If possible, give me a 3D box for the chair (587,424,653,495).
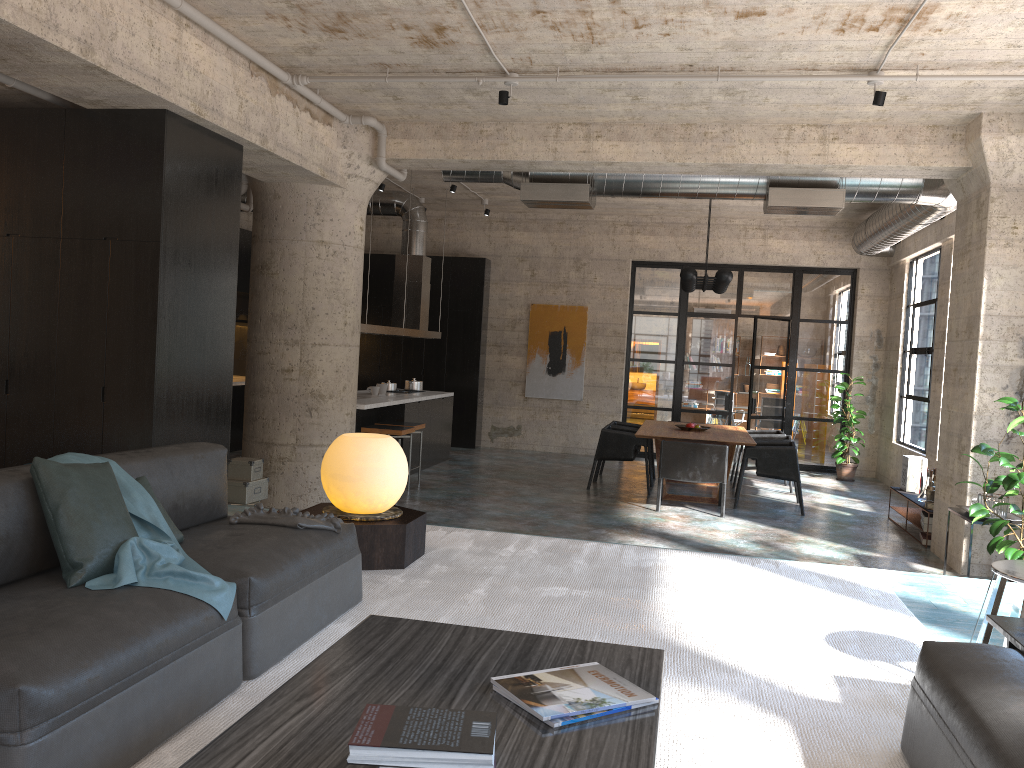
[{"bbox_3d":[1.340,0.898,10.778,0.754,0.738,0.707,4,2,11],"label":"chair"}]

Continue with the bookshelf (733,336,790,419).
[{"bbox_3d":[5.196,0.046,19.663,3.034,2.179,0.366,4,2,11],"label":"bookshelf"}]

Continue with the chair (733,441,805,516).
[{"bbox_3d":[2.913,1.021,9.970,0.754,0.738,0.707,4,2,16],"label":"chair"}]

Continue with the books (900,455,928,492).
[{"bbox_3d":[4.284,0.957,9.456,0.191,0.362,0.277,4,2,11],"label":"books"}]

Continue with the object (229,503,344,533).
[{"bbox_3d":[-0.928,0.609,3.785,0.433,0.185,0.429,4,2,7],"label":"object"}]

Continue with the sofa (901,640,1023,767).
[{"bbox_3d":[1.487,0.834,1.614,1.019,0.680,2.063,4,2,11],"label":"sofa"}]

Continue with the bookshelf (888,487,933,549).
[{"bbox_3d":[4.142,1.327,8.890,0.350,0.347,1.600,4,2,11],"label":"bookshelf"}]

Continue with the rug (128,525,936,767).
[{"bbox_3d":[-0.109,1.080,1.626,2.954,0.032,7.768,4,2,11],"label":"rug"}]

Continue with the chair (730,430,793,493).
[{"bbox_3d":[3.267,0.978,11.569,0.754,0.738,0.707,4,2,11],"label":"chair"}]

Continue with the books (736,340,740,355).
[{"bbox_3d":[5.020,-0.802,19.712,0.055,0.326,0.255,4,2,11],"label":"books"}]

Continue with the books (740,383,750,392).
[{"bbox_3d":[5.192,0.087,19.648,0.249,0.218,0.204,4,2,11],"label":"books"}]

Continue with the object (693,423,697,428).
[{"bbox_3d":[2.228,0.513,10.776,0.110,0.082,0.088,1,3,-39],"label":"object"}]

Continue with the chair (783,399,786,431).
[{"bbox_3d":[4.513,0.751,15.605,0.653,1.015,0.684,4,2,10],"label":"chair"}]

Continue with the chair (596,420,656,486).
[{"bbox_3d":[1.493,0.879,11.495,0.754,0.738,0.707,4,2,11],"label":"chair"}]

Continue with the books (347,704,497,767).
[{"bbox_3d":[-0.165,0.708,1.688,0.279,0.116,0.322,3,2,-4],"label":"books"}]

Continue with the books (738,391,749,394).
[{"bbox_3d":[5.184,0.192,19.652,0.335,0.033,0.284,4,2,11],"label":"books"}]

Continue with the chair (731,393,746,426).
[{"bbox_3d":[4.182,0.666,17.279,0.684,1.015,0.653,1,3,-45],"label":"chair"}]

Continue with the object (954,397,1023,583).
[{"bbox_3d":[3.505,0.810,6.058,0.886,1.552,0.514,3,2,-2],"label":"object"}]

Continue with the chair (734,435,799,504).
[{"bbox_3d":[3.129,1.001,10.789,0.754,0.738,0.707,4,2,16],"label":"chair"}]

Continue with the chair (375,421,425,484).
[{"bbox_3d":[-1.284,0.795,10.068,0.450,0.698,0.450,4,2,11],"label":"chair"}]

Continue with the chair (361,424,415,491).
[{"bbox_3d":[-1.343,0.813,9.527,0.450,0.698,0.450,4,2,11],"label":"chair"}]

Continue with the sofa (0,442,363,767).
[{"bbox_3d":[-1.334,0.616,3.034,1.019,0.680,2.063,4,2,11],"label":"sofa"}]

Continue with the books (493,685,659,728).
[{"bbox_3d":[0.155,0.759,2.172,0.318,0.011,0.252,2,3,-34],"label":"books"}]

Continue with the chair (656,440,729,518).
[{"bbox_3d":[1.943,0.981,9.566,0.707,0.738,0.754,4,2,11],"label":"chair"}]

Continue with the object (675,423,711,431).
[{"bbox_3d":[2.191,0.520,10.736,0.435,0.079,0.435,1,3,-42],"label":"object"}]

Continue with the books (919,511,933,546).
[{"bbox_3d":[4.016,1.370,8.378,0.274,0.263,0.393,4,2,21],"label":"books"}]

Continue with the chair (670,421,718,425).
[{"bbox_3d":[2.454,0.908,12.140,0.707,0.738,0.754,4,2,11],"label":"chair"}]

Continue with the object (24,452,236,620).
[{"bbox_3d":[-1.333,0.483,2.948,0.985,0.438,0.444,5,3,38],"label":"object"}]

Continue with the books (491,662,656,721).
[{"bbox_3d":[0.147,0.748,2.172,0.318,0.011,0.252,2,3,-29],"label":"books"}]

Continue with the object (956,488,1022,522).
[{"bbox_3d":[3.581,0.868,6.643,0.327,0.253,0.546,4,2,11],"label":"object"}]

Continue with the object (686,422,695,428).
[{"bbox_3d":[2.196,0.508,10.711,0.219,0.097,0.100,2,3,-35],"label":"object"}]
